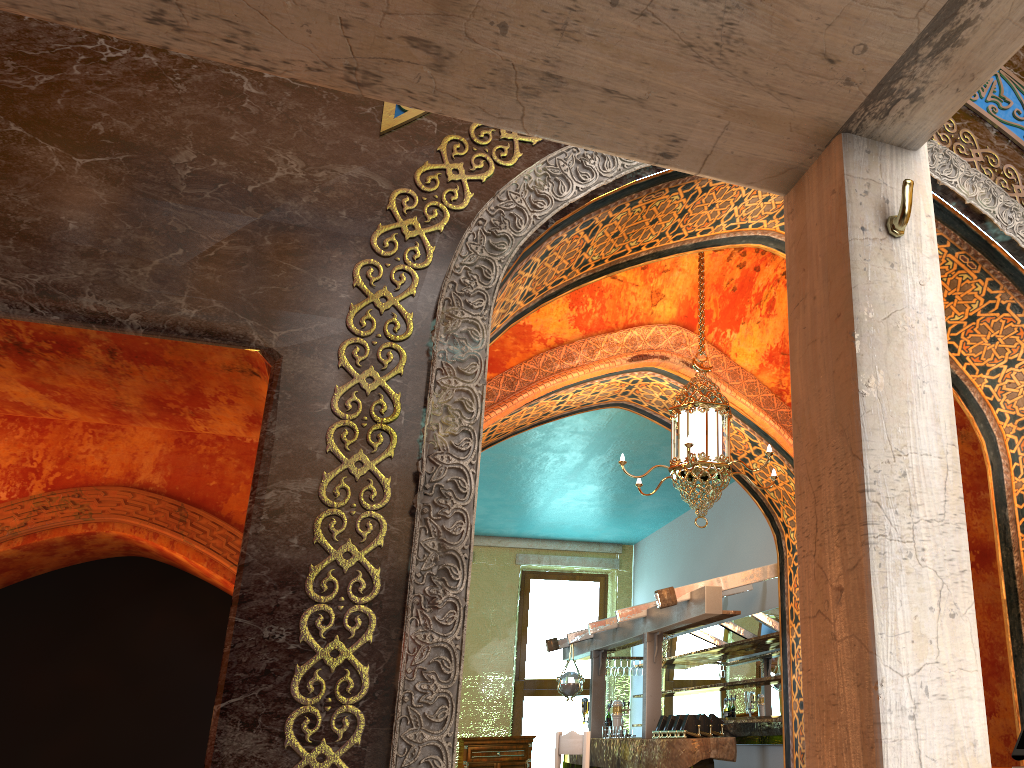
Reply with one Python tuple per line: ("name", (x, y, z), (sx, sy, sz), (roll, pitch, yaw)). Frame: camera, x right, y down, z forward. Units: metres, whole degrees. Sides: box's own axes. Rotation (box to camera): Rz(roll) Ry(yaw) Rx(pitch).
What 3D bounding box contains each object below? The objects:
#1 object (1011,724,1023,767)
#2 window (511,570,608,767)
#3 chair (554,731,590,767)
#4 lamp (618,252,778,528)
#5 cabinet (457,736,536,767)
("object", (3.103, 2.056, 4.889), (0.278, 0.311, 0.424), (10, -23, -23))
("window", (0.821, 4.831, 14.145), (1.658, 3.354, 0.083), (9, -20, -20))
("chair", (0.736, 4.069, 8.271), (0.557, 1.310, 0.454), (18, -25, -38))
("lamp", (1.459, -0.046, 6.580), (1.388, 2.320, 1.064), (8, -20, -15))
("cabinet", (-0.281, 6.012, 12.854), (1.205, 1.278, 0.580), (8, -20, -18))
